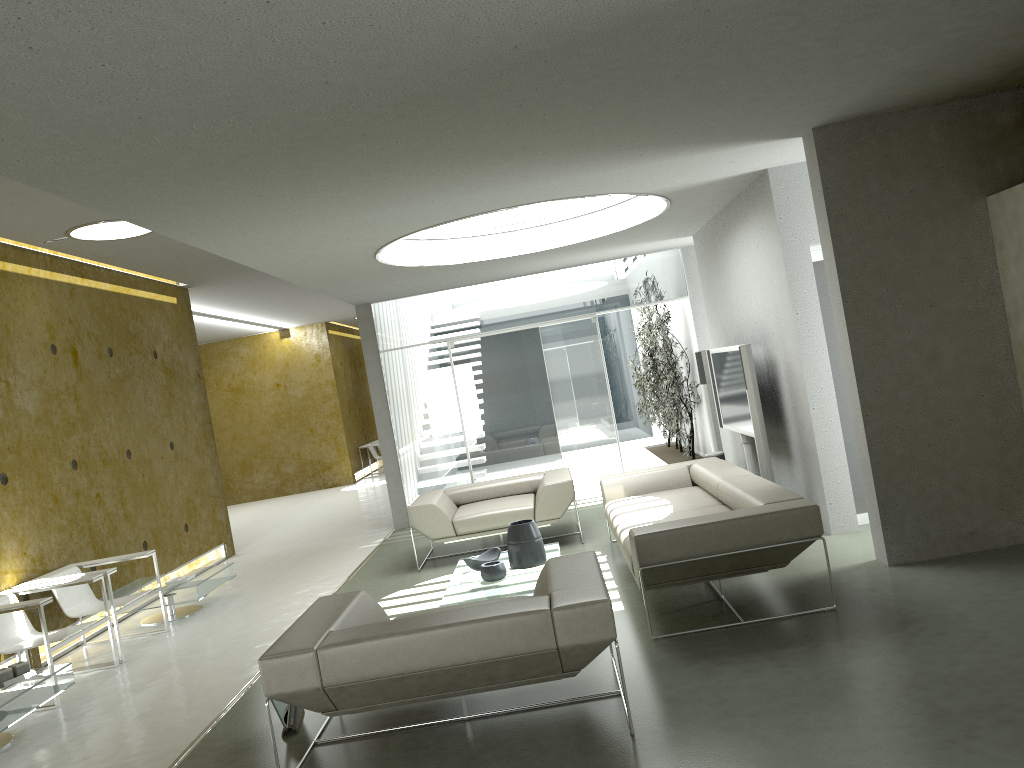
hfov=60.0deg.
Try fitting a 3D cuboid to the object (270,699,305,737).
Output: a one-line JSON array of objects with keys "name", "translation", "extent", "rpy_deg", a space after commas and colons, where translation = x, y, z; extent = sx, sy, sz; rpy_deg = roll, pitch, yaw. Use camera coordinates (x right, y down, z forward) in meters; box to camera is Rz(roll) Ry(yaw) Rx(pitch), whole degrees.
[{"name": "object", "translation": [-1.142, 1.575, 4.470], "extent": [0.216, 0.288, 0.329], "rpy_deg": [-10, 0, -8]}]

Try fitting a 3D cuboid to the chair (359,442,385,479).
[{"name": "chair", "translation": [-2.805, 1.594, 19.027], "extent": [0.710, 0.667, 0.800], "rpy_deg": [-10, 0, 2]}]

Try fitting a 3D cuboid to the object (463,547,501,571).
[{"name": "object", "translation": [-0.207, 1.279, 6.401], "extent": [0.223, 0.125, 0.317], "rpy_deg": [-10, 0, 39]}]

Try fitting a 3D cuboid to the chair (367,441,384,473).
[{"name": "chair", "translation": [-2.779, 1.585, 19.883], "extent": [0.710, 0.667, 0.800], "rpy_deg": [-10, 0, 2]}]

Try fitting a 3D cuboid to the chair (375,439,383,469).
[{"name": "chair", "translation": [-2.752, 1.575, 20.739], "extent": [0.710, 0.667, 0.800], "rpy_deg": [-10, 0, 2]}]

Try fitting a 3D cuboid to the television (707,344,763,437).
[{"name": "television", "translation": [2.014, 0.047, 7.908], "extent": [0.127, 0.781, 1.603], "rpy_deg": [-10, 0, 2]}]

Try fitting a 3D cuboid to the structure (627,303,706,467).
[{"name": "structure", "translation": [1.966, -0.187, 12.146], "extent": [0.646, 2.589, 3.371], "rpy_deg": [-10, 0, 1]}]

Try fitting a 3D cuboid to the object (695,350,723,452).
[{"name": "object", "translation": [2.053, 0.383, 9.058], "extent": [0.310, 1.469, 0.310], "rpy_deg": [-10, 0, 29]}]

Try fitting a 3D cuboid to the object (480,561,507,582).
[{"name": "object", "translation": [-0.126, 1.272, 6.013], "extent": [0.177, 0.113, 0.177], "rpy_deg": [-10, 0, -17]}]

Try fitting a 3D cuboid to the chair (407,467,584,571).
[{"name": "chair", "translation": [-0.133, 1.225, 8.234], "extent": [1.481, 0.583, 1.039], "rpy_deg": [-10, 0, 2]}]

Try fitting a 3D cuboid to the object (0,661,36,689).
[{"name": "object", "translation": [-2.925, 1.680, 5.090], "extent": [0.118, 0.097, 0.326], "rpy_deg": [-10, 0, 27]}]

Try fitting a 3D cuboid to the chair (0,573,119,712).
[{"name": "chair", "translation": [-3.213, 1.741, 5.920], "extent": [0.710, 0.667, 0.800], "rpy_deg": [-10, 0, 2]}]

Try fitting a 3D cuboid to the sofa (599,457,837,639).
[{"name": "sofa", "translation": [1.234, 0.993, 6.163], "extent": [1.037, 0.585, 2.791], "rpy_deg": [-10, 0, 2]}]

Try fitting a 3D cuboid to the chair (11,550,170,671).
[{"name": "chair", "translation": [-3.186, 1.732, 6.776], "extent": [0.710, 0.667, 0.800], "rpy_deg": [-10, 0, 2]}]

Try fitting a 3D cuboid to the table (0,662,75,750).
[{"name": "table", "translation": [-3.092, 1.912, 4.925], "extent": [0.900, 0.300, 0.900], "rpy_deg": [-10, 0, 2]}]

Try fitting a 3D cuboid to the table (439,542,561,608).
[{"name": "table", "translation": [-0.029, 1.413, 6.211], "extent": [0.790, 0.200, 1.500], "rpy_deg": [-10, 0, 2]}]

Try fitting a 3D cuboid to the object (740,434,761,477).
[{"name": "object", "translation": [2.089, 0.780, 7.914], "extent": [0.323, 0.689, 0.882], "rpy_deg": [-10, 0, 2]}]

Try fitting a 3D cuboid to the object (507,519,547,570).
[{"name": "object", "translation": [0.092, 1.132, 6.289], "extent": [0.265, 0.309, 0.265], "rpy_deg": [-10, 0, -15]}]

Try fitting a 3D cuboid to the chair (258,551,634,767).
[{"name": "chair", "translation": [-0.260, 1.271, 4.137], "extent": [1.481, 0.583, 1.039], "rpy_deg": [-10, 0, 2]}]

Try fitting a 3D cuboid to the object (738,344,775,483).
[{"name": "object", "translation": [1.918, 0.420, 6.823], "extent": [0.310, 1.469, 0.310], "rpy_deg": [-10, 0, -21]}]

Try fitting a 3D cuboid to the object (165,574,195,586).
[{"name": "object", "translation": [-2.855, 1.688, 7.635], "extent": [0.197, 0.029, 0.189], "rpy_deg": [-10, 0, 2]}]

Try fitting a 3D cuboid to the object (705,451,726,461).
[{"name": "object", "translation": [2.018, 0.904, 8.676], "extent": [0.175, 0.461, 0.185], "rpy_deg": [-10, 0, -4]}]

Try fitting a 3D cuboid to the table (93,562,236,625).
[{"name": "table", "translation": [-3.004, 1.880, 7.772], "extent": [0.900, 0.300, 0.900], "rpy_deg": [-10, 0, 2]}]
